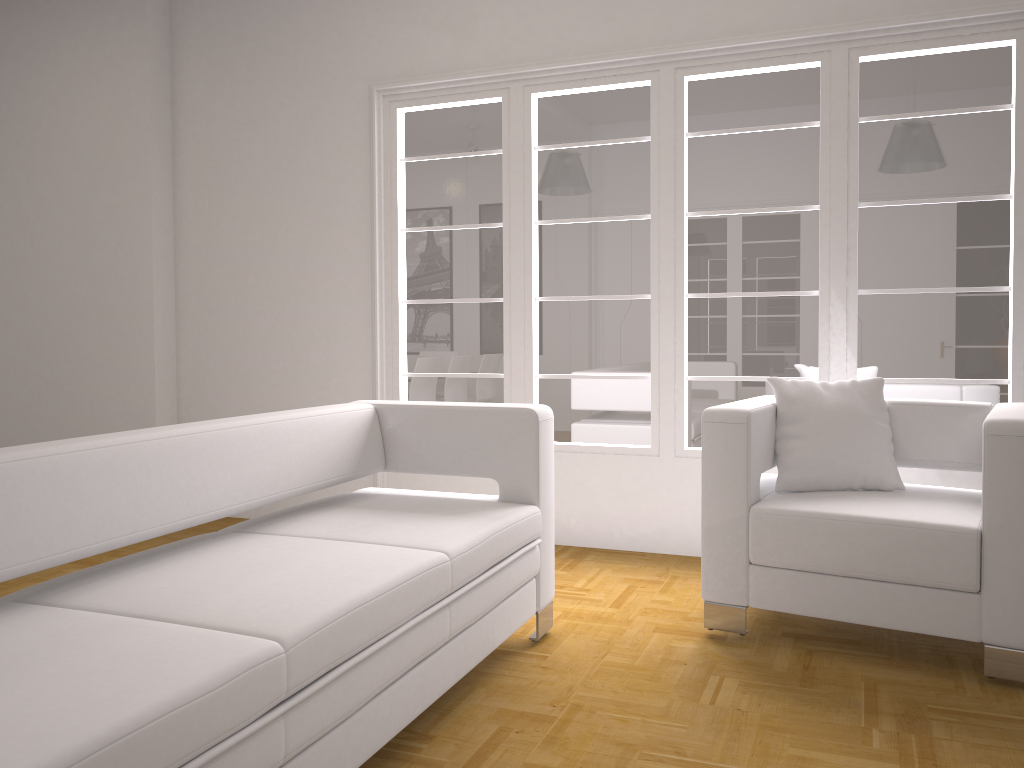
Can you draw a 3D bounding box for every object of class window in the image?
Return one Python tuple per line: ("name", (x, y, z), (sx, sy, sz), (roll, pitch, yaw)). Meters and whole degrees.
("window", (0.795, -0.409, 4.476), (3.350, 2.526, 0.195), (1, 2, 21))

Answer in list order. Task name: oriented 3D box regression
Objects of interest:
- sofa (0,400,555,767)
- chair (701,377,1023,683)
("sofa", (-0.682, 0.554, 2.225), (0.822, 0.848, 2.625), (1, 3, 21))
("chair", (1.354, 0.438, 3.293), (1.096, 0.911, 0.802), (1, 3, 31))
